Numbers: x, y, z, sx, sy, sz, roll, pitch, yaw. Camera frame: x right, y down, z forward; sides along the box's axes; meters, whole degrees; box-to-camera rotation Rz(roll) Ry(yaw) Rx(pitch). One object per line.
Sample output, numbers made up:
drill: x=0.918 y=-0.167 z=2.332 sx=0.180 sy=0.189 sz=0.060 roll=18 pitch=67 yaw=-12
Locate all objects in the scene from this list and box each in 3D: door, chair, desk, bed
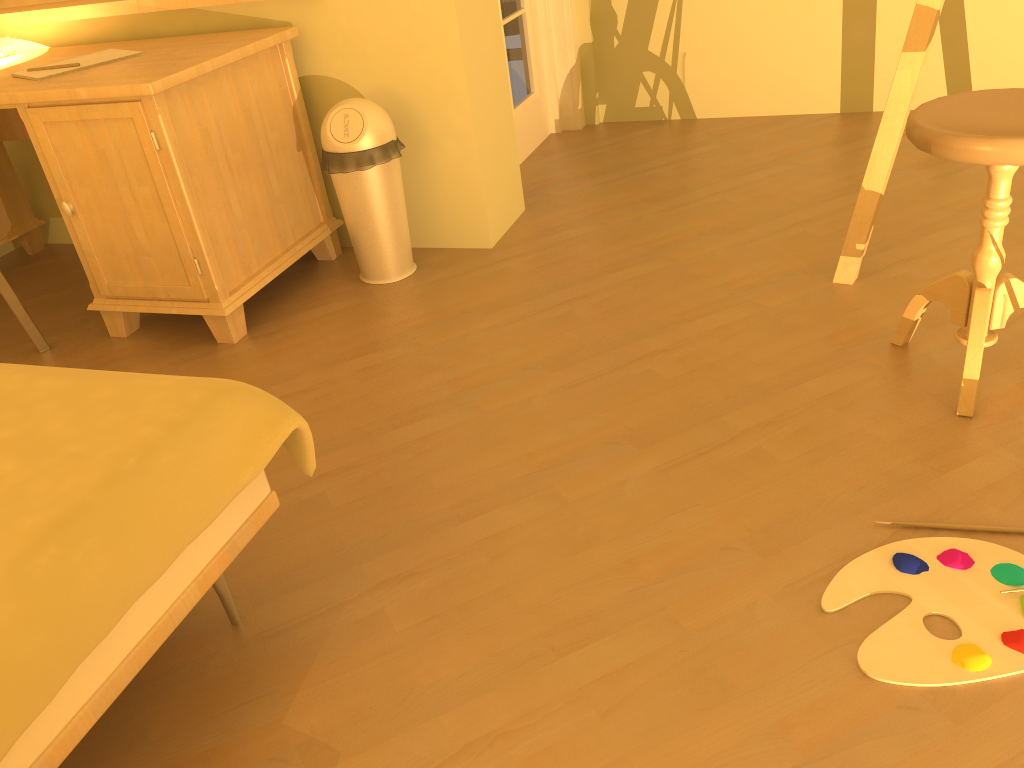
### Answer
door: x=-0.089 y=-1.732 z=3.058 sx=0.098 sy=2.033 sz=0.884 roll=4 pitch=33 yaw=20
chair: x=-1.782 y=-0.372 z=2.410 sx=0.531 sy=0.785 sz=0.546 roll=17 pitch=39 yaw=37
desk: x=-1.354 y=-0.623 z=2.786 sx=1.396 sy=0.720 sz=0.684 roll=4 pitch=33 yaw=20
chair: x=0.943 y=-0.261 z=1.756 sx=0.348 sy=0.551 sz=0.364 roll=11 pitch=36 yaw=30
bed: x=-1.261 y=0.510 z=0.694 sx=1.286 sy=0.894 sz=2.378 roll=4 pitch=33 yaw=20

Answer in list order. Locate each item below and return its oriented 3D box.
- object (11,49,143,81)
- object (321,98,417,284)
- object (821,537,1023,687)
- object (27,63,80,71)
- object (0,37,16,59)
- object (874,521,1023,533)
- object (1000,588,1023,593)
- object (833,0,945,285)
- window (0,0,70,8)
object: x=-1.230 y=-0.906 z=2.510 sx=0.210 sy=0.010 sz=0.300 roll=21 pitch=42 yaw=40
object: x=-0.423 y=-0.582 z=2.657 sx=0.255 sy=0.535 sz=0.248 roll=-26 pitch=35 yaw=-27
object: x=0.670 y=0.332 z=1.360 sx=0.366 sy=0.014 sz=0.288 roll=-11 pitch=31 yaw=-4
object: x=-1.273 y=-0.878 z=2.459 sx=0.166 sy=0.009 sz=0.008 roll=-1 pitch=31 yaw=13
object: x=-1.772 y=-1.121 z=2.915 sx=0.240 sy=0.105 sz=0.070 roll=0 pitch=32 yaw=14
object: x=0.782 y=0.241 z=1.488 sx=0.325 sy=0.010 sz=0.010 roll=1 pitch=32 yaw=16
object: x=0.907 y=0.301 z=1.351 sx=0.325 sy=0.015 sz=0.010 roll=-8 pitch=31 yaw=2
object: x=1.160 y=-1.126 z=1.941 sx=0.972 sy=1.896 sz=1.132 roll=-6 pitch=31 yaw=5
window: x=-1.336 y=-1.837 z=2.632 sx=1.486 sy=1.263 sz=0.142 roll=4 pitch=33 yaw=20
